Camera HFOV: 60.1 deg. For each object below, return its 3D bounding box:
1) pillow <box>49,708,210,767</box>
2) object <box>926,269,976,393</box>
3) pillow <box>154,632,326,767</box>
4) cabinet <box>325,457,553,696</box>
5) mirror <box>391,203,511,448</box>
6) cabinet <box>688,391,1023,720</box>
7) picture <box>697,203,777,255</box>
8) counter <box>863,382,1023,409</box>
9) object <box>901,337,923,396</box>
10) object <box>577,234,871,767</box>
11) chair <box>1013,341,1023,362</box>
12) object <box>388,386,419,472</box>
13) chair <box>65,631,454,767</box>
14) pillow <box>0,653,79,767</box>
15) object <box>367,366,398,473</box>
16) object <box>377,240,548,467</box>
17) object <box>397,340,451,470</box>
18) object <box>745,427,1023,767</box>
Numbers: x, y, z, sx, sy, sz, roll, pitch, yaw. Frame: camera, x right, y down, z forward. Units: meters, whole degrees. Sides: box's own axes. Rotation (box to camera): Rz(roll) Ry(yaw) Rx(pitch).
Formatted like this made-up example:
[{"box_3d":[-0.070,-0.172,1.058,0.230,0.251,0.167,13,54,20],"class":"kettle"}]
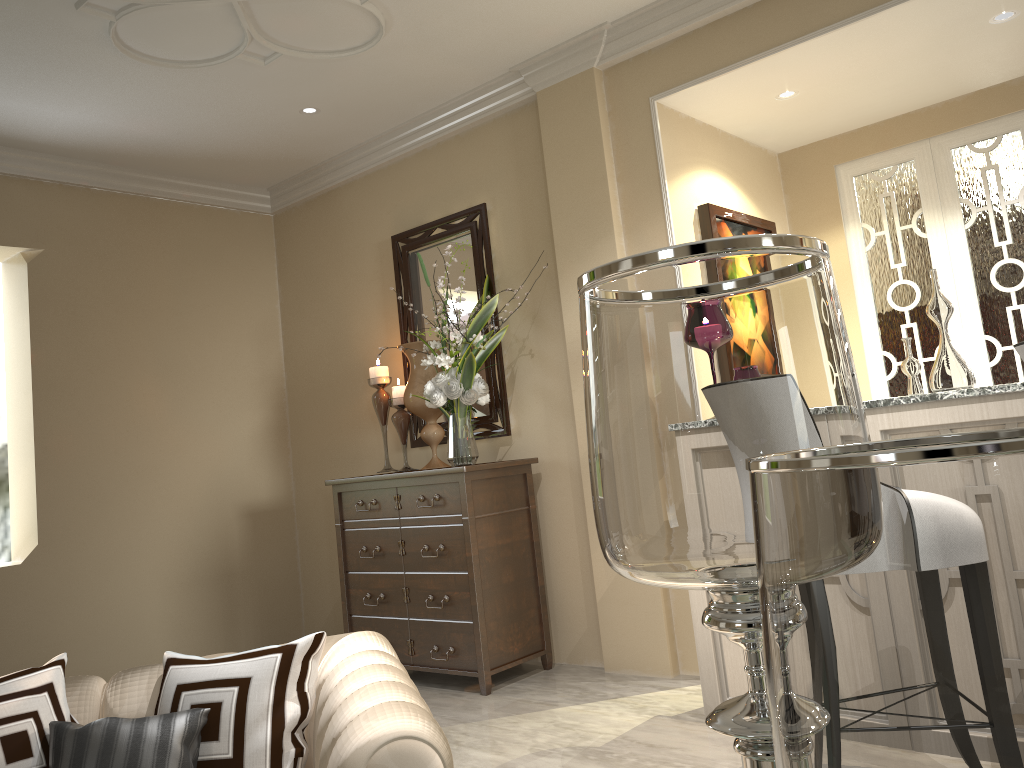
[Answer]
[{"box_3d":[-0.540,0.561,1.233,0.251,0.188,0.127,-5,-7,-12],"class":"pillow"},{"box_3d":[1.140,-0.142,2.341,0.109,0.332,0.109,1,-10,-44],"class":"object"},{"box_3d":[-0.426,0.539,1.360,0.299,0.271,0.196,-7,-6,10],"class":"pillow"},{"box_3d":[-0.299,0.753,3.572,0.819,0.818,0.427,-11,-8,40],"class":"cabinet"},{"box_3d":[-0.278,-0.240,3.911,0.597,1.000,0.035,-12,-9,40],"class":"mirror"},{"box_3d":[1.480,0.416,2.044,2.246,0.860,0.351,-10,-8,40],"class":"cabinet"},{"box_3d":[0.956,-0.344,3.549,0.049,0.698,0.596,-13,-9,40],"class":"picture"},{"box_3d":[1.450,-0.021,2.091,2.326,0.021,0.378,-10,-6,40],"class":"counter"},{"box_3d":[1.078,-0.045,2.391,0.051,0.162,0.051,-11,-9,35],"class":"object"},{"box_3d":[0.217,0.226,0.804,0.250,0.688,0.249,1,-10,-44],"class":"object"},{"box_3d":[1.236,0.360,1.492,0.540,0.957,0.455,-8,-7,15],"class":"chair"},{"box_3d":[-0.472,0.188,3.824,0.102,0.376,0.102,-11,-8,31],"class":"object"},{"box_3d":[-0.524,0.719,1.192,0.850,0.556,0.705,-5,-6,-15],"class":"chair"},{"box_3d":[-0.735,0.545,1.255,0.184,0.253,0.283,-11,-7,33],"class":"pillow"},{"box_3d":[-0.568,0.151,3.908,0.102,0.473,0.102,-11,-8,31],"class":"object"},{"box_3d":[-0.184,-0.109,3.508,0.606,0.858,0.557,-1,-8,-37],"class":"object"},{"box_3d":[-0.345,0.091,3.718,0.220,0.526,0.221,-11,-9,35],"class":"object"},{"box_3d":[0.295,0.288,0.550,0.235,0.508,0.236,-12,-9,38],"class":"object"}]
